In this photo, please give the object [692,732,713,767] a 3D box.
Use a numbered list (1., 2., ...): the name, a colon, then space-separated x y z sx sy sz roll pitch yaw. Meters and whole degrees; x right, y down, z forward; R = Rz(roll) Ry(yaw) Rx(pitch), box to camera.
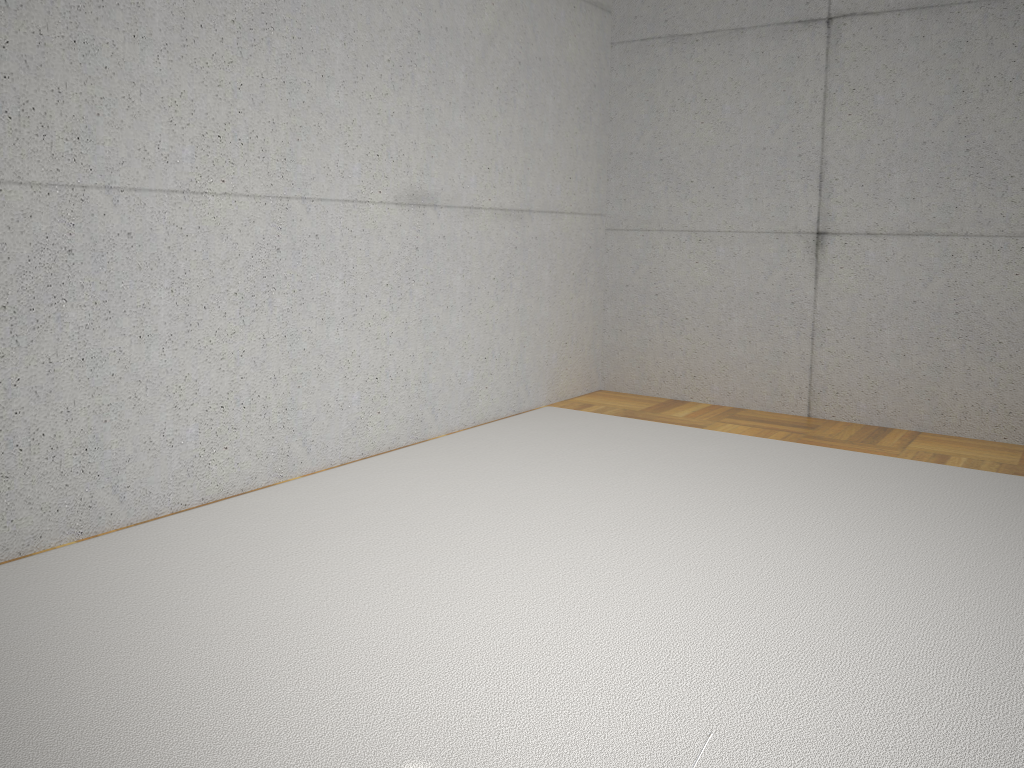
1. object: 0.148 0.606 1.091 0.185 0.363 0.091 -1 6 -15
